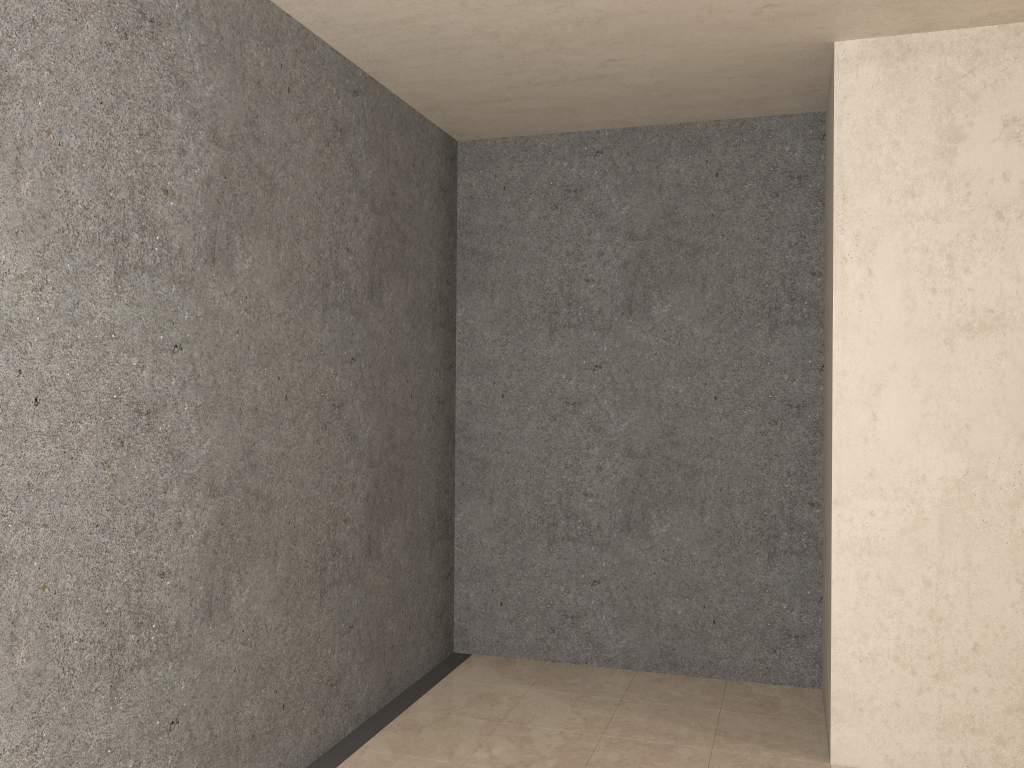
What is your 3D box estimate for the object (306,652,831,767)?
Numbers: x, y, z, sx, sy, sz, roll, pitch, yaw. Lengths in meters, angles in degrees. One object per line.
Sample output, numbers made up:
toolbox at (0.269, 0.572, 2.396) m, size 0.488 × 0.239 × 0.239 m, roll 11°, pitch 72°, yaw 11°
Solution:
object at (1.920, 0.785, 1.654) m, size 6.200 × 1.455 × 4.200 m, roll 0°, pitch 0°, yaw 17°
